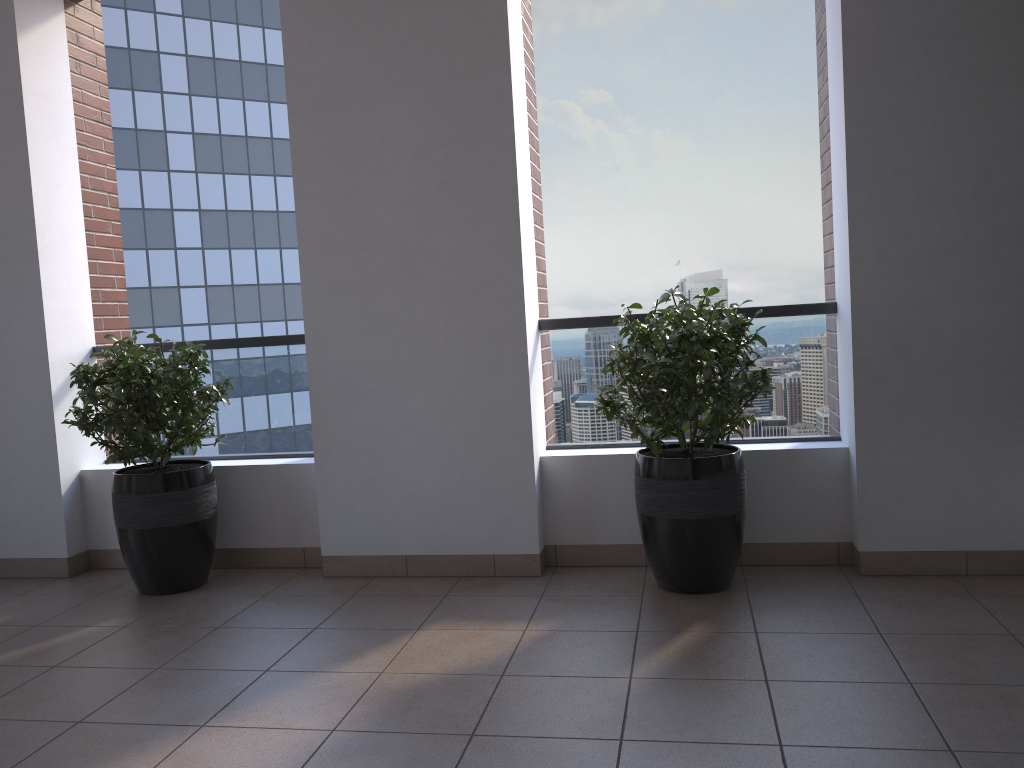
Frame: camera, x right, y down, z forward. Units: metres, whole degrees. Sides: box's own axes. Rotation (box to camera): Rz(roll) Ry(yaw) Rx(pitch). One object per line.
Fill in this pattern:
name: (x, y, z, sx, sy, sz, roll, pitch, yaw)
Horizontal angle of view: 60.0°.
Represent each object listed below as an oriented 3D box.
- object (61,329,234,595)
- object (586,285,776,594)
object: (-1.608, 0.381, 4.019, 0.681, 1.264, 0.691, -2, 4, 15)
object: (0.675, 0.281, 3.522, 0.731, 1.338, 0.721, -2, 4, 15)
